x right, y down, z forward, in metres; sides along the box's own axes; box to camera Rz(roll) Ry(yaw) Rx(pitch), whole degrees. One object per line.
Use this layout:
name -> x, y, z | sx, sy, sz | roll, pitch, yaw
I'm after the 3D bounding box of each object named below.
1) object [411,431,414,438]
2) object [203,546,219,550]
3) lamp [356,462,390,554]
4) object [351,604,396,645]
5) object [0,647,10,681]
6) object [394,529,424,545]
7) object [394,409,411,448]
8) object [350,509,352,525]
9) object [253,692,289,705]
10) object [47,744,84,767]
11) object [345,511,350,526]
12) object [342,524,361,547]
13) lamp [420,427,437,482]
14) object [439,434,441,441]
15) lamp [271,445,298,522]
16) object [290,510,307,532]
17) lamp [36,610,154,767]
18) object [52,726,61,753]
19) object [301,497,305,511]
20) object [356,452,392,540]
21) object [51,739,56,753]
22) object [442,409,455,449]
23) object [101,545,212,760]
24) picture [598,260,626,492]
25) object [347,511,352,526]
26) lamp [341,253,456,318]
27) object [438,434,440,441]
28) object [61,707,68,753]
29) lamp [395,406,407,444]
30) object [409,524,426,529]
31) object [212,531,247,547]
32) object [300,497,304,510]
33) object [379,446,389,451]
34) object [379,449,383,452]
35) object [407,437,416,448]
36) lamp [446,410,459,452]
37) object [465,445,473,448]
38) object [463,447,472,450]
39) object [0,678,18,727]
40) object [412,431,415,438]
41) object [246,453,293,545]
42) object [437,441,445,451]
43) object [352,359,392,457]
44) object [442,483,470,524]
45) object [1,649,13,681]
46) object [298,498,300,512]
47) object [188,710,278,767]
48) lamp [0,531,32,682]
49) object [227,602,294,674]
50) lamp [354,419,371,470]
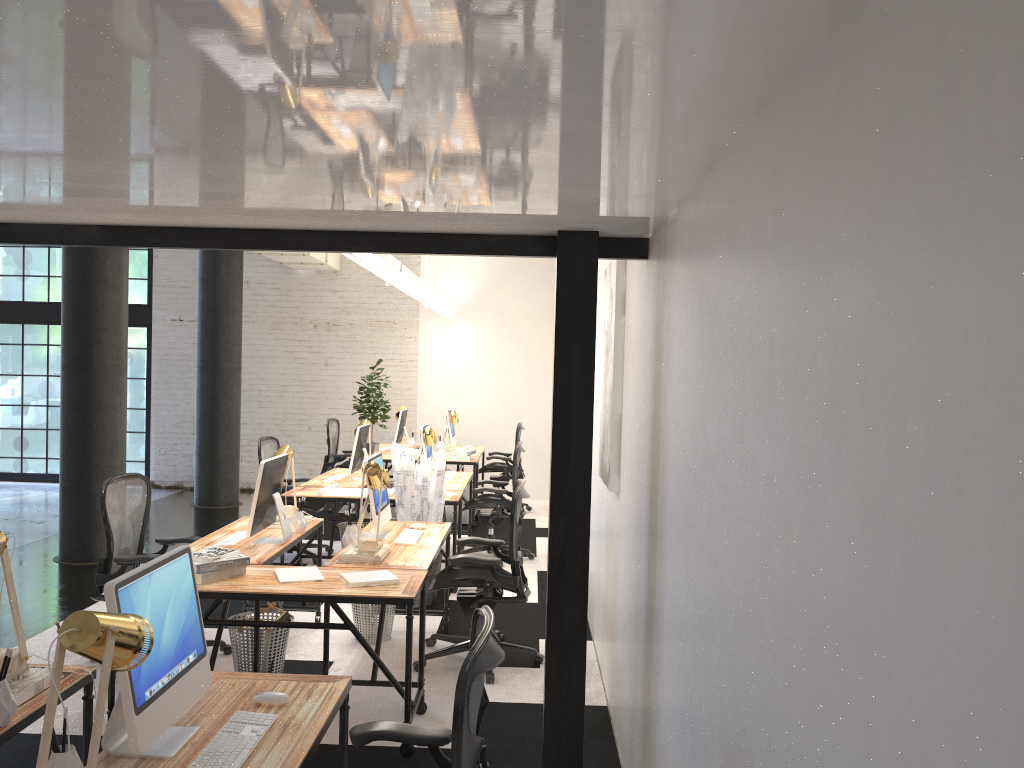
object -> -1.242, 0.681, 10.967 | 0.054, 0.207, 0.008 | 0, 2, -34
object -> -1.600, 0.882, 4.745 | 0.106, 0.029, 0.059 | 2, 1, 2
lamp -> -0.748, 0.649, 4.779 | 0.127, 0.470, 0.344 | 2, 1, 2
object -> -0.878, 1.411, 5.638 | 0.353, 0.435, 0.358 | 1, 1, -2
object -> -1.422, 0.834, 2.456 | 0.054, 0.207, 0.008 | 0, 2, -34
object -> -0.609, 0.907, 5.263 | 0.118, 0.018, 0.438 | 2, 1, 1
object -> -1.305, 0.547, 10.612 | 0.189, 0.485, 0.483 | 2, 1, 1
object -> -0.902, 0.808, 4.968 | 0.008, 0.207, 0.054 | 1, 2, -16
object -> -0.721, 0.939, 2.656 | 0.106, 0.029, 0.059 | 2, 1, 2
object -> -1.023, 0.894, 2.021 | 0.101, 0.127, 0.101 | 0, 2, -44
object -> -0.907, 0.809, 4.944 | 0.054, 0.207, 0.008 | 1, 2, -12
object -> -0.897, 0.850, 4.955 | 0.101, 0.127, 0.101 | 0, 2, -44
lamp -> -0.729, 0.603, 7.675 | 0.127, 0.470, 0.344 | 2, 1, 2
object -> -0.842, 0.699, 10.516 | 0.054, 0.207, 0.008 | 0, 2, -34
lamp -> -1.434, 0.618, 5.541 | 0.126, 0.470, 0.344 | 2, 1, 1
object -> -1.296, 0.833, 5.378 | 0.101, 0.127, 0.101 | 0, 2, -44
lamp -> -0.874, 0.692, 1.844 | 0.127, 0.470, 0.344 | 2, 1, 2
object -> -1.021, 0.852, 2.005 | 0.054, 0.207, 0.008 | 0, 2, -34
object -> -1.283, 0.791, 5.386 | 0.054, 0.207, 0.008 | 1, 2, -12
object -> -0.824, 0.667, 5.286 | 0.189, 0.485, 0.483 | 2, 1, 1
object -> -1.033, 0.852, 2.009 | 0.054, 0.207, 0.008 | 1, 2, -12
object -> -0.772, 0.558, 10.863 | 0.189, 0.485, 0.483 | 2, 1, 1
object -> -0.951, 0.711, 2.352 | 0.189, 0.485, 0.483 | 2, 1, 1
picture -> 0.535, -0.058, 4.773 | 0.049, 1.184, 0.731 | 2, 2, 1
object -> -0.895, 0.809, 4.940 | 0.054, 0.207, 0.008 | 0, 2, -34
lamp -> -0.879, -2.193, 7.899 | 0.226, 2.865, 7.299 | 2, 1, 1
object -> -0.854, 0.699, 10.521 | 0.054, 0.207, 0.008 | 1, 2, -12
object -> -1.029, 0.851, 2.033 | 0.008, 0.207, 0.054 | 1, 2, -16
lamp -> -1.382, 0.508, 11.118 | 0.126, 0.470, 0.344 | 2, 1, 1
object -> -0.595, 0.895, 5.591 | 0.106, 0.029, 0.059 | 2, 1, 2
object -> -1.586, 0.883, 5.073 | 0.118, 0.018, 0.438 | 2, 1, 1
object -> -1.295, 0.791, 5.391 | 0.054, 0.207, 0.008 | 0, 2, -34
object -> -1.533, 0.774, 10.650 | 0.118, 0.018, 0.438 | 2, 1, 1
object -> -1.548, 0.772, 10.322 | 0.106, 0.029, 0.059 | 2, 1, 2
object -> -1.243, 0.723, 10.954 | 0.101, 0.127, 0.101 | 0, 2, -44
lamp -> -0.694, 0.539, 10.356 | 0.126, 0.470, 0.344 | 2, 1, 1
object -> -0.542, 0.785, 11.167 | 0.106, 0.029, 0.059 | 2, 1, 2
object -> -0.556, 0.797, 10.840 | 0.118, 0.018, 0.438 | 2, 1, 1
object -> -1.422, 0.876, 2.443 | 0.101, 0.127, 0.101 | 0, 2, -44
object -> -1.231, 0.682, 10.963 | 0.054, 0.207, 0.008 | 1, 2, -12
object -> -1.358, 0.657, 5.036 | 0.189, 0.485, 0.483 | 2, 1, 1
object -> -0.844, 0.740, 10.532 | 0.101, 0.127, 0.101 | 0, 2, -44
object -> -1.541, 0.259, 9.742 | 0.439, 1.078, 0.513 | 1, 2, -8
object -> -0.718, 1.317, 9.929 | 0.544, 0.455, 0.221 | 2, 2, 1
object -> -1.410, 0.835, 2.452 | 0.054, 0.207, 0.008 | 1, 2, -12
object -> -1.288, 0.791, 5.363 | 0.008, 0.207, 0.054 | 1, 2, -16
object -> -0.735, 0.950, 2.328 | 0.118, 0.018, 0.438 | 2, 1, 1
lamp -> -1.561, 0.662, 2.606 | 0.126, 0.470, 0.344 | 2, 1, 1
object -> -1.345, 1.413, 4.731 | 0.353, 0.435, 0.358 | 1, 1, -2
lamp -> -1.415, 0.572, 8.437 | 0.127, 0.470, 0.344 | 2, 1, 2
